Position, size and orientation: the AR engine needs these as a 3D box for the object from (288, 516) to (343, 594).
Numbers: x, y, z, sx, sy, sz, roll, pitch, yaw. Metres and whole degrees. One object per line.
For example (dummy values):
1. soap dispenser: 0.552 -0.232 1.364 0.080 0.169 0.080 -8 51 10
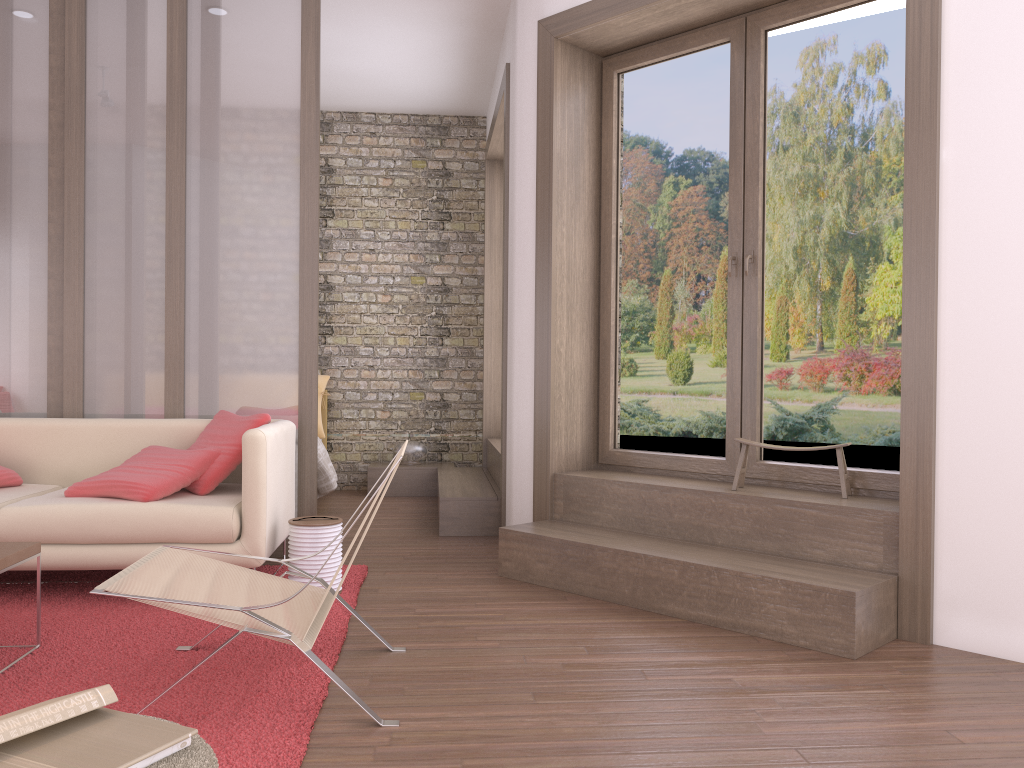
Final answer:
1. object: -0.880 0.766 3.968 0.239 0.341 0.239 1 1 27

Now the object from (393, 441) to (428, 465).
1. object: -0.855 0.577 7.462 0.296 0.199 0.211 0 0 -8

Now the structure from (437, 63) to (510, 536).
1. structure: -0.113 -0.506 6.375 0.808 2.881 2.039 1 0 -5

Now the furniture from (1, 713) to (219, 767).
1. furniture: -0.802 0.804 1.455 0.596 0.328 0.596 1 1 20

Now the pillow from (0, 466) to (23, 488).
1. pillow: -2.623 0.395 4.110 0.467 0.224 0.507 1 0 7

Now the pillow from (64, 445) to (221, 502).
1. pillow: -1.659 0.405 4.027 0.507 0.224 0.467 1 1 22

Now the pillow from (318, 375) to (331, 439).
1. pillow: -2.024 0.188 7.343 1.021 0.557 0.366 1 0 -5

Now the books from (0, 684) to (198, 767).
1. books: -0.790 0.591 1.481 0.377 0.086 0.331 1 1 25

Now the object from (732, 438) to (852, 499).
1. object: 1.247 0.369 3.961 0.499 0.233 0.136 1 1 30

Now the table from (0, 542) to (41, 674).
1. table: -2.052 0.747 2.677 0.850 0.378 0.850 1 0 -5

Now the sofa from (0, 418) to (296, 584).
1. sofa: -2.181 0.551 4.087 2.204 0.751 0.919 1 0 -5

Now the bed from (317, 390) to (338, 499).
1. bed: -2.349 0.480 6.341 2.219 0.861 2.360 1 0 -5

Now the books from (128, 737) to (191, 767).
1. books: -0.743 0.624 1.448 0.232 0.022 0.352 1 1 25

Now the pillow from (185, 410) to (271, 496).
1. pillow: -1.446 0.322 4.265 0.498 0.377 0.379 1 1 45

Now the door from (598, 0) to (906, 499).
1. door: 1.128 -0.655 4.291 1.800 2.275 0.142 1 1 44

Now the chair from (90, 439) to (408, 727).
1. chair: -0.769 0.577 2.811 0.853 0.762 0.739 1 0 -5

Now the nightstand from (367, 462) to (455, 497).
1. nightstand: -0.839 0.797 7.428 0.707 0.240 0.400 1 0 -5

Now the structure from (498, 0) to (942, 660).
1. structure: 0.883 -0.478 4.045 2.039 2.881 0.845 1 1 45

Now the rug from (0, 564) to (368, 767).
1. rug: -2.051 0.940 2.764 2.938 0.016 3.344 1 0 -5
